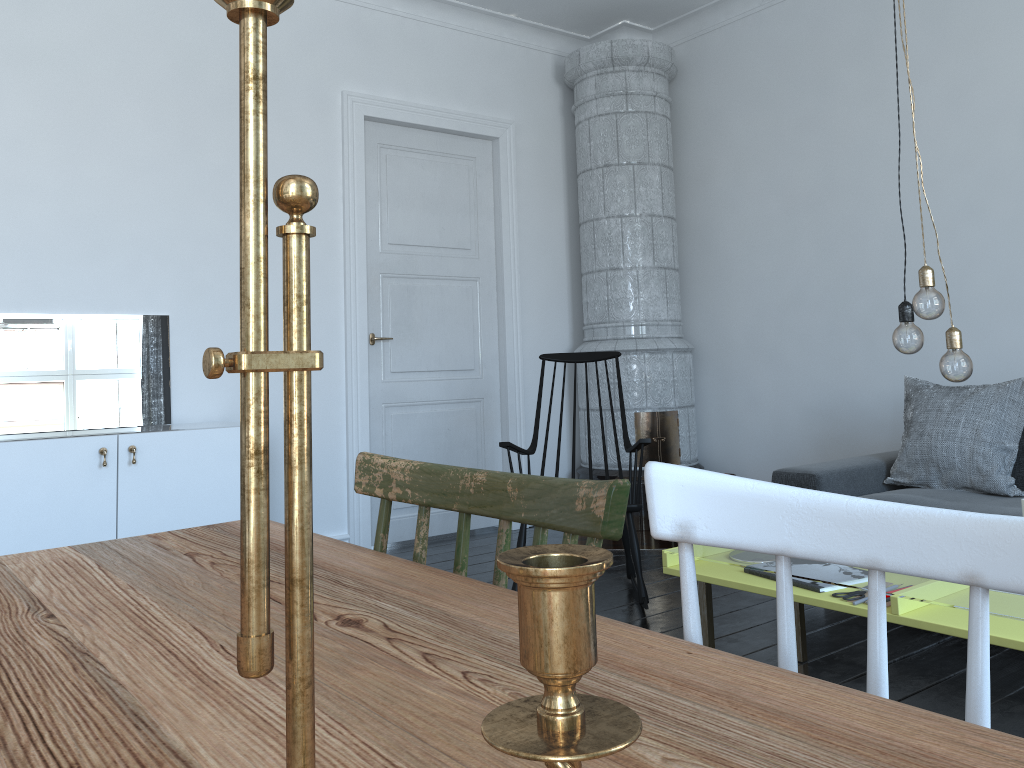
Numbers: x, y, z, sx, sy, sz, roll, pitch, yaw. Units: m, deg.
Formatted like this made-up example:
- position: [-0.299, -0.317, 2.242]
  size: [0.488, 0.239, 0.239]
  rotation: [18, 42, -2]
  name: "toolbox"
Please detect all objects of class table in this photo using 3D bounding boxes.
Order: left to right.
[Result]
- position: [-0.099, 0.567, 0.103]
  size: [1.017, 0.723, 2.214]
  rotation: [-1, -1, -37]
  name: "table"
- position: [1.096, 0.658, 2.122]
  size: [0.600, 0.403, 1.392]
  rotation: [-1, 0, -37]
  name: "table"

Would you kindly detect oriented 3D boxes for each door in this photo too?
- position: [-0.440, -0.372, 5.044]
  size: [1.167, 2.503, 0.115]
  rotation: [2, -7, -37]
  name: "door"

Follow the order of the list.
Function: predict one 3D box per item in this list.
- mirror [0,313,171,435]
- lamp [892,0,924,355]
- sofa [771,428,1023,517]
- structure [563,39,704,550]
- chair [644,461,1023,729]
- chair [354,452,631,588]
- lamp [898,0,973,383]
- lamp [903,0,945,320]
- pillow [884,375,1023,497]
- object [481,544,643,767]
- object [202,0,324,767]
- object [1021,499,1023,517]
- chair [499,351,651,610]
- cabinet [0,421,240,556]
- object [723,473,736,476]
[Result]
- position: [-1.861, -0.056, 3.868]
  size: [0.695, 0.508, 0.053]
  rotation: [-1, -5, -37]
  name: "mirror"
- position: [0.974, -0.827, 2.291]
  size: [0.074, 1.514, 0.085]
  rotation: [-3, -6, 14]
  name: "lamp"
- position: [2.182, 0.445, 3.003]
  size: [1.083, 0.730, 2.359]
  rotation: [-1, 0, -37]
  name: "sofa"
- position: [0.704, -0.624, 5.254]
  size: [0.777, 2.923, 1.257]
  rotation: [-3, -5, 8]
  name: "structure"
- position: [0.146, 0.492, 0.429]
  size: [0.509, 0.852, 0.462]
  rotation: [1, -5, -37]
  name: "chair"
- position: [-0.174, 0.506, 0.787]
  size: [0.485, 0.836, 0.464]
  rotation: [1, -6, -39]
  name: "chair"
- position: [1.047, -0.756, 2.212]
  size: [0.089, 1.514, 0.073]
  rotation: [-1, -6, -13]
  name: "lamp"
- position: [1.001, -0.910, 2.242]
  size: [0.074, 1.514, 0.073]
  rotation: [-3, -6, 10]
  name: "lamp"
- position: [2.299, 0.202, 3.040]
  size: [0.478, 0.496, 2.042]
  rotation: [0, -1, -33]
  name: "pillow"
- position: [0.014, 0.127, 0.230]
  size: [0.080, 0.162, 0.079]
  rotation: [-3, -5, 10]
  name: "object"
- position: [-0.088, 0.005, 0.359]
  size: [0.113, 0.415, 0.112]
  rotation: [-3, -6, 15]
  name: "object"
- position: [1.268, 0.364, 2.147]
  size: [0.074, 0.175, 0.074]
  rotation: [-2, -5, -2]
  name: "object"
- position: [0.288, 0.361, 3.760]
  size: [0.612, 1.016, 0.899]
  rotation: [-3, -3, 8]
  name: "chair"
- position: [-1.669, 0.565, 3.579]
  size: [1.200, 0.743, 0.585]
  rotation: [-1, -3, -37]
  name: "cabinet"
- position: [1.222, 0.672, 5.127]
  size: [0.175, 0.284, 0.172]
  rotation: [1, -5, -37]
  name: "object"
